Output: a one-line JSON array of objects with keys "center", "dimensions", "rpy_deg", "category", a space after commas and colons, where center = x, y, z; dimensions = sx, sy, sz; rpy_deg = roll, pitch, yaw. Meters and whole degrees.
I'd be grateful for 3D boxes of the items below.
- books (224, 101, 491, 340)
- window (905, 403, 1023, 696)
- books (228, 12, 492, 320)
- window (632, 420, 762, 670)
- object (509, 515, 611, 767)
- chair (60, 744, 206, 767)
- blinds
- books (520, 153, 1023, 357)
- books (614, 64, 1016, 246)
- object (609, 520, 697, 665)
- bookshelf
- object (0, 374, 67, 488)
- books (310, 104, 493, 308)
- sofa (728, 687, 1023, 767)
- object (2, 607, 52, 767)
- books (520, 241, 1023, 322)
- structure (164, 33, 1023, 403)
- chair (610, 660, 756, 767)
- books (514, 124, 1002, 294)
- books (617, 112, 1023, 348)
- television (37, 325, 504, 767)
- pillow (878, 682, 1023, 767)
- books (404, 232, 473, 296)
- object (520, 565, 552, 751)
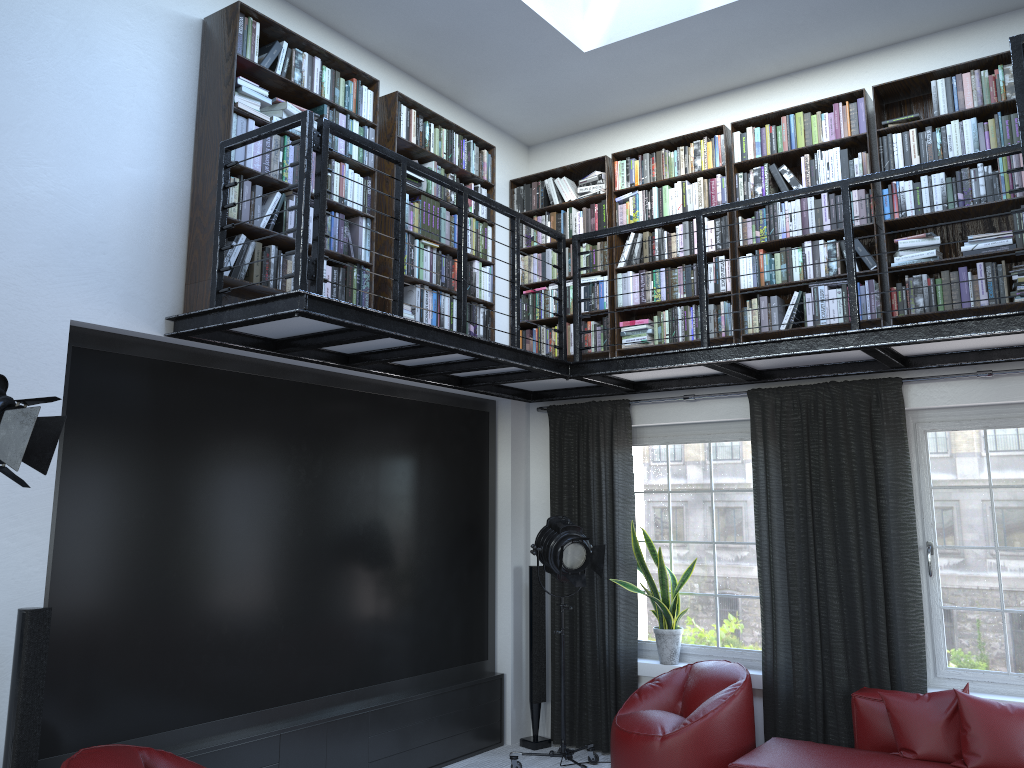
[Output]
[{"center": [0.868, -1.244, 4.177], "dimensions": [4.368, 1.418, 2.195], "rpy_deg": [-6, -11, 34], "category": "books"}, {"center": [2.871, 0.905, 4.923], "dimensions": [1.164, 1.616, 0.132], "rpy_deg": [-7, -12, 34], "category": "window"}, {"center": [-0.863, -1.084, 5.336], "dimensions": [0.314, 1.432, 2.197], "rpy_deg": [-7, -12, 35], "category": "books"}, {"center": [1.226, 1.071, 6.051], "dimensions": [1.164, 1.616, 0.132], "rpy_deg": [-7, -12, 34], "category": "window"}, {"center": [1.386, 1.586, 5.280], "dimensions": [2.903, 1.589, 0.749], "rpy_deg": [-3, -11, 19], "category": "object"}, {"center": [-1.252, 1.735, 3.274], "dimensions": [0.830, 0.716, 0.825], "rpy_deg": [-2, -10, 14], "category": "chair"}, {"center": [1.277, 1.228, 5.724], "dimensions": [2.503, 2.402, 0.125], "rpy_deg": [-6, -12, 34], "category": "blinds"}, {"center": [1.582, -1.097, 5.234], "dimensions": [4.425, 1.438, 1.280], "rpy_deg": [-6, -11, 36], "category": "books"}, {"center": [1.876, -1.318, 5.679], "dimensions": [2.631, 0.833, 0.212], "rpy_deg": [-6, -12, 34], "category": "books"}, {"center": [0.867, 1.386, 5.932], "dimensions": [0.524, 0.946, 0.551], "rpy_deg": [10, -14, -44], "category": "object"}, {"center": [1.097, -1.126, 4.497], "dimensions": [4.466, 1.627, 3.075], "rpy_deg": [-6, -11, 34], "category": "bookshelf"}, {"center": [-1.778, 0.691, 2.810], "dimensions": [0.544, 1.589, 0.607], "rpy_deg": [2, -10, -11], "category": "object"}, {"center": [1.033, -1.076, 4.403], "dimensions": [4.326, 1.147, 1.591], "rpy_deg": [-6, -11, 34], "category": "books"}, {"center": [1.750, 1.777, 3.294], "dimensions": [2.536, 0.660, 3.265], "rpy_deg": [-6, -10, 34], "category": "sofa"}, {"center": [-1.890, 1.485, 3.367], "dimensions": [0.157, 1.229, 0.156], "rpy_deg": [-3, -11, 15], "category": "object"}, {"center": [1.875, -1.036, 5.617], "dimensions": [4.426, 1.421, 0.226], "rpy_deg": [-6, -12, 34], "category": "books"}, {"center": [0.657, 0.431, 3.578], "dimensions": [4.479, 3.376, 4.595], "rpy_deg": [-6, -11, 34], "category": "structure"}, {"center": [0.991, 2.016, 5.181], "dimensions": [0.830, 0.716, 0.825], "rpy_deg": [1, -9, -4], "category": "chair"}, {"center": [1.871, -1.025, 5.612], "dimensions": [4.432, 1.406, 0.241], "rpy_deg": [-6, -12, 35], "category": "books"}, {"center": [2.188, -0.916, 5.390], "dimensions": [3.384, 1.129, 0.239], "rpy_deg": [-6, -12, 34], "category": "books"}, {"center": [-1.063, 1.124, 5.081], "dimensions": [0.116, 2.443, 3.338], "rpy_deg": [-7, -12, 34], "category": "television"}, {"center": [2.625, 1.619, 3.846], "dimensions": [0.983, 0.404, 1.945], "rpy_deg": [2, -9, -13], "category": "pillow"}, {"center": [1.190, -1.181, 4.602], "dimensions": [4.374, 1.414, 1.165], "rpy_deg": [-6, -11, 34], "category": "books"}, {"center": [0.164, 1.911, 6.260], "dimensions": [0.157, 1.229, 0.157], "rpy_deg": [9, -14, -39], "category": "object"}]
